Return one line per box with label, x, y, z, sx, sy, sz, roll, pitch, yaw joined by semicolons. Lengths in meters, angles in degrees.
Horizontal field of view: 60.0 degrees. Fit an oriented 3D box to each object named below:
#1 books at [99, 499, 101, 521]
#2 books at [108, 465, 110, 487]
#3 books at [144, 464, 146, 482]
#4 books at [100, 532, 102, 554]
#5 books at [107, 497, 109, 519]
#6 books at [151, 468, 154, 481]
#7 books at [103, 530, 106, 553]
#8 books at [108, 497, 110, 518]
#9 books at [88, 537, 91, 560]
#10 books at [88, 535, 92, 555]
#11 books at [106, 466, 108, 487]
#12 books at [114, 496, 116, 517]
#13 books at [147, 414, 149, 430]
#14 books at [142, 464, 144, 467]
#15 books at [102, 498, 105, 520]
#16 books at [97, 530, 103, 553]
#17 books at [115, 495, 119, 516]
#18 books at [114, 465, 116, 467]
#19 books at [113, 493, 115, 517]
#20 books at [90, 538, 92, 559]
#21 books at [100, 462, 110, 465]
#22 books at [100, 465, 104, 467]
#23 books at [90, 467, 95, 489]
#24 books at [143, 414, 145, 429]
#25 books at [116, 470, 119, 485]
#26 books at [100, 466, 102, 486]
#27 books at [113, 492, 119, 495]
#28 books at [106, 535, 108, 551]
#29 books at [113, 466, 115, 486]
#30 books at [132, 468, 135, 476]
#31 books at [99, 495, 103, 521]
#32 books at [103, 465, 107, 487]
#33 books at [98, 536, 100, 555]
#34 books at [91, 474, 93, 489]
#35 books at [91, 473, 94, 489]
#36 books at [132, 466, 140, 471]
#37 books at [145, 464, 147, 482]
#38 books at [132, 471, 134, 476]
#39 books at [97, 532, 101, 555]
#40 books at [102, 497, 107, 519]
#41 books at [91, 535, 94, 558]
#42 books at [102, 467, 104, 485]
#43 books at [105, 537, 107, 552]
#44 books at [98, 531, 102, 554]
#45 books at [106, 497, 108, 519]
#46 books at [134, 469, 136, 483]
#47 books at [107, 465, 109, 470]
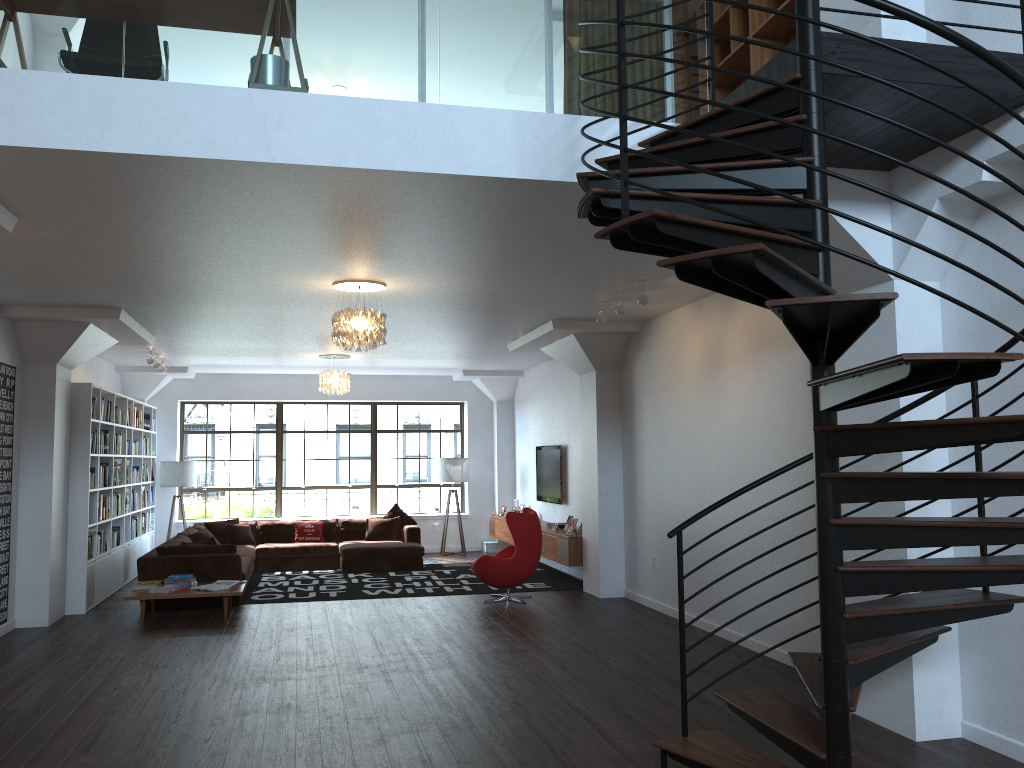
books;-4.732;1.422;9.996;0.171;0.246;0.057;0;-5;-14
books;-4.807;1.078;10.384;0.182;0.253;0.034;0;-5;-14
books;-5.437;1.297;12.919;0.180;0.259;0.042;0;-5;-14
books;-4.749;1.807;10.060;0.171;0.246;0.039;0;-5;-14
books;-4.831;1.456;10.415;0.160;0.250;0.026;0;-5;-14
books;-5.576;1.374;13.551;0.182;0.215;0.188;0;-5;-14
books;-4.787;1.818;10.221;0.183;0.253;0.042;0;-5;-14
books;-4.835;1.457;10.445;0.183;0.253;0.034;0;-5;-14
books;-4.596;1.758;9.454;0.174;0.240;0.054;0;-5;-14
books;-4.632;1.761;9.561;0.183;0.253;0.042;0;-5;-14
books;-4.794;1.079;10.311;0.174;0.239;0.045;0;-5;-14
books;-4.905;1.484;10.743;0.183;0.253;0.034;1;-5;-14
books;-5.480;0.565;13.129;0.183;0.253;0.042;0;-5;-14
books;-5.400;1.287;12.771;0.183;0.253;0.042;0;-5;-14
books;-4.778;1.440;10.200;0.171;0.246;0.057;0;-5;-14
books;-4.772;1.808;10.136;0.180;0.259;0.042;0;-5;-14
books;-4.945;1.500;10.933;0.183;0.253;0.034;1;-5;-14
books;-4.928;1.116;10.815;0.183;0.253;0.042;0;-5;-14
books;-4.896;1.461;10.702;0.176;0.290;0.053;1;-5;-14
books;-4.609;1.773;9.528;0.161;0.223;0.032;0;-5;-14
books;-4.832;1.065;10.444;0.176;0.294;0.102;0;-5;-14
books;-4.786;1.061;10.176;0.182;0.253;0.034;0;-5;-14
books;-4.644;1.031;9.709;0.140;0.231;0.042;0;-5;-14
books;-5.376;0.548;12.763;0.161;0.223;0.032;0;-5;-14
books;-4.945;1.150;10.932;0.161;0.207;0.135;1;-5;-14
books;-4.731;1.050;10.021;0.170;0.245;0.057;0;-5;-14
books;-4.963;1.484;10.966;0.176;0.290;0.036;1;-5;-14
books;-4.814;1.854;10.363;0.161;0.207;0.135;1;-5;-14
books;-4.892;1.113;10.708;0.174;0.240;0.054;0;-5;-14
books;-5.215;1.249;12.072;0.140;0.206;0.042;0;-5;-14
books;-4.754;1.407;10.078;0.176;0.290;0.053;0;-5;-14
books;-4.772;1.064;10.214;0.182;0.253;0.034;0;-5;-14
books;-4.716;1.818;9.954;0.161;0.223;0.030;1;-5;-14
books;-4.613;1.056;9.626;0.120;0.167;0.020;0;-5;-14
books;-4.619;1.060;9.677;0.107;0.167;0.017;0;-5;-14
books;-5.300;1.268;12.431;0.140;0.231;0.042;0;-5;-14
books;-5.451;1.307;13.004;0.183;0.253;0.042;0;-5;-14
books;-5.184;1.263;11.993;0.120;0.167;0.019;0;-5;-14
books;-4.735;1.796;9.989;0.183;0.253;0.042;0;-5;-14
books;-4.799;1.443;10.279;0.183;0.253;0.034;0;-5;-14
books;-4.650;1.768;9.641;0.180;0.251;0.048;0;-5;-14
books;-4.764;1.069;10.143;0.167;0.230;0.037;0;-5;-14
books;-4.808;1.835;10.307;0.174;0.236;0.142;1;-5;-14
books;-4.760;1.809;10.098;0.160;0.251;0.039;0;-5;-14
books;-4.803;1.446;10.313;0.183;0.253;0.034;0;-5;-14
books;-5.220;1.260;12.112;0.139;0.191;0.036;0;-5;-14
books;-4.810;1.075;10.349;0.182;0.253;0.034;0;-5;-14
